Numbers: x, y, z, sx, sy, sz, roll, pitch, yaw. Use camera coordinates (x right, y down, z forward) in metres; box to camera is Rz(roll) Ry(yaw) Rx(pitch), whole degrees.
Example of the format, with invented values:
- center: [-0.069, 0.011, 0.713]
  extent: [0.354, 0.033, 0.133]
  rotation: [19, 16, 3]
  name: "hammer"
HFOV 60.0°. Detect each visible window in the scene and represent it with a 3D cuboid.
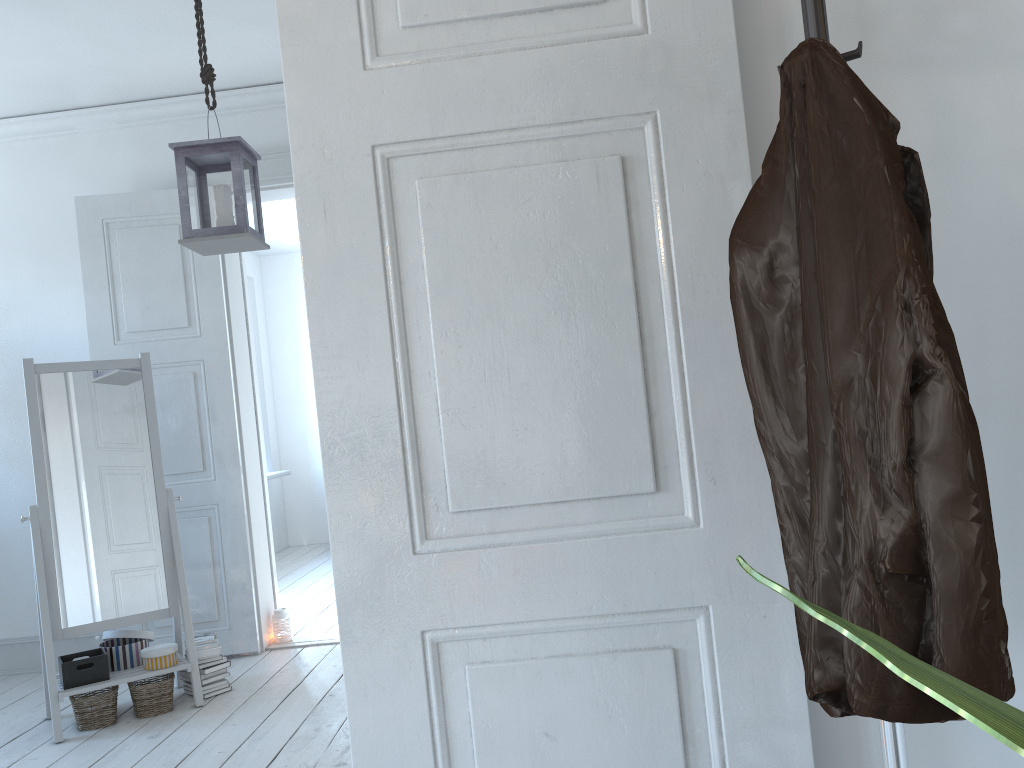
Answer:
- center: [-14.852, 0.113, 29.050]
  extent: [27.757, 15.016, 51.298]
  rotation: [-6, -2, 3]
  name: "window"

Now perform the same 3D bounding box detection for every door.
- center: [-0.921, -0.032, 1.546]
  extent: [2.599, 2.505, 0.577]
  rotation: [-6, -1, 3]
  name: "door"
- center: [-0.739, 0.041, 4.556]
  extent: [2.599, 2.505, 0.577]
  rotation: [-6, -1, 3]
  name: "door"

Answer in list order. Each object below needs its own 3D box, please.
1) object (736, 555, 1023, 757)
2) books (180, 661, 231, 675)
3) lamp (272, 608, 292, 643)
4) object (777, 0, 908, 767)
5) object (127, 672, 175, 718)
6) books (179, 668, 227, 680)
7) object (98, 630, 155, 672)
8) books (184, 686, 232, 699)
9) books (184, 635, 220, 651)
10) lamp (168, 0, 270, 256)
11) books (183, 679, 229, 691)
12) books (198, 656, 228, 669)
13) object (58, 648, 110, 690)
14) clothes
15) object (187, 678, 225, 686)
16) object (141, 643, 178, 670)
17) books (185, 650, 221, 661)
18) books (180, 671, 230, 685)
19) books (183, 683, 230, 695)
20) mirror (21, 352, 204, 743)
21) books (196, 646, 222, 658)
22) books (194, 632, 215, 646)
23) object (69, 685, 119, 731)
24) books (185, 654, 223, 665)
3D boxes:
- center: [0.370, 0.265, 0.066]
  extent: [1.044, 1.553, 0.288]
  rotation: [-7, -1, 33]
  name: "object"
- center: [-1.330, 1.220, 3.836]
  extent: [0.193, 0.022, 0.128]
  rotation: [-7, -2, 36]
  name: "books"
- center: [-1.195, 1.252, 4.599]
  extent: [0.089, 0.166, 0.089]
  rotation: [-6, -1, 2]
  name: "lamp"
- center: [0.420, 0.237, 1.020]
  extent: [0.375, 1.658, 0.374]
  rotation: [-6, -1, 11]
  name: "object"
- center: [-1.499, 1.283, 3.691]
  extent: [0.185, 0.140, 0.295]
  rotation: [-5, -2, -25]
  name: "object"
- center: [-1.340, 1.245, 3.844]
  extent: [0.167, 0.022, 0.128]
  rotation: [-7, -2, 37]
  name: "books"
- center: [-1.642, 1.110, 3.780]
  extent: [0.207, 0.158, 0.241]
  rotation: [-6, -1, 11]
  name: "object"
- center: [-1.319, 1.325, 3.844]
  extent: [0.179, 0.016, 0.128]
  rotation: [-7, -2, 41]
  name: "books"
- center: [-1.343, 1.124, 3.839]
  extent: [0.132, 0.017, 0.187]
  rotation: [-5, -2, -24]
  name: "books"
- center: [-1.025, -1.325, 2.906]
  extent: [0.228, 1.761, 0.228]
  rotation: [-6, -1, 0]
  name: "lamp"
- center: [-1.327, 1.292, 3.840]
  extent: [0.128, 0.016, 0.181]
  rotation: [-4, -2, -42]
  name: "books"
- center: [-1.332, 1.200, 3.845]
  extent: [0.128, 0.016, 0.179]
  rotation: [-4, -2, -44]
  name: "books"
- center: [-1.717, 1.139, 3.554]
  extent: [0.165, 0.103, 0.155]
  rotation: [-5, -2, -32]
  name: "object"
- center: [0.373, -0.002, 0.955]
  extent: [0.237, 0.770, 0.211]
  rotation: [-6, -1, 37]
  name: "clothes"
- center: [-1.336, 1.278, 3.852]
  extent: [0.111, 0.014, 0.156]
  rotation: [-4, -2, -44]
  name: "object"
- center: [-1.457, 1.129, 3.673]
  extent: [0.142, 0.074, 0.142]
  rotation: [-6, -2, -13]
  name: "object"
- center: [-1.340, 1.167, 3.842]
  extent: [0.128, 0.016, 0.181]
  rotation: [-5, -2, -26]
  name: "books"
- center: [-1.329, 1.264, 3.839]
  extent: [0.187, 0.017, 0.132]
  rotation: [-7, -2, 40]
  name: "books"
- center: [-1.325, 1.309, 3.842]
  extent: [0.177, 0.016, 0.128]
  rotation: [-8, -2, 44]
  name: "books"
- center: [-1.682, 0.616, 3.683]
  extent: [0.610, 1.488, 0.417]
  rotation: [-5, -1, -32]
  name: "mirror"
- center: [-1.335, 1.144, 3.835]
  extent: [0.128, 0.026, 0.200]
  rotation: [-5, -2, -25]
  name: "books"
- center: [-1.352, 1.110, 3.852]
  extent: [0.111, 0.014, 0.156]
  rotation: [-5, -2, -17]
  name: "books"
- center: [-1.689, 1.300, 3.595]
  extent: [0.185, 0.140, 0.295]
  rotation: [-5, -2, -25]
  name: "object"
- center: [-1.338, 1.183, 3.844]
  extent: [0.128, 0.016, 0.177]
  rotation: [-5, -2, -30]
  name: "books"
